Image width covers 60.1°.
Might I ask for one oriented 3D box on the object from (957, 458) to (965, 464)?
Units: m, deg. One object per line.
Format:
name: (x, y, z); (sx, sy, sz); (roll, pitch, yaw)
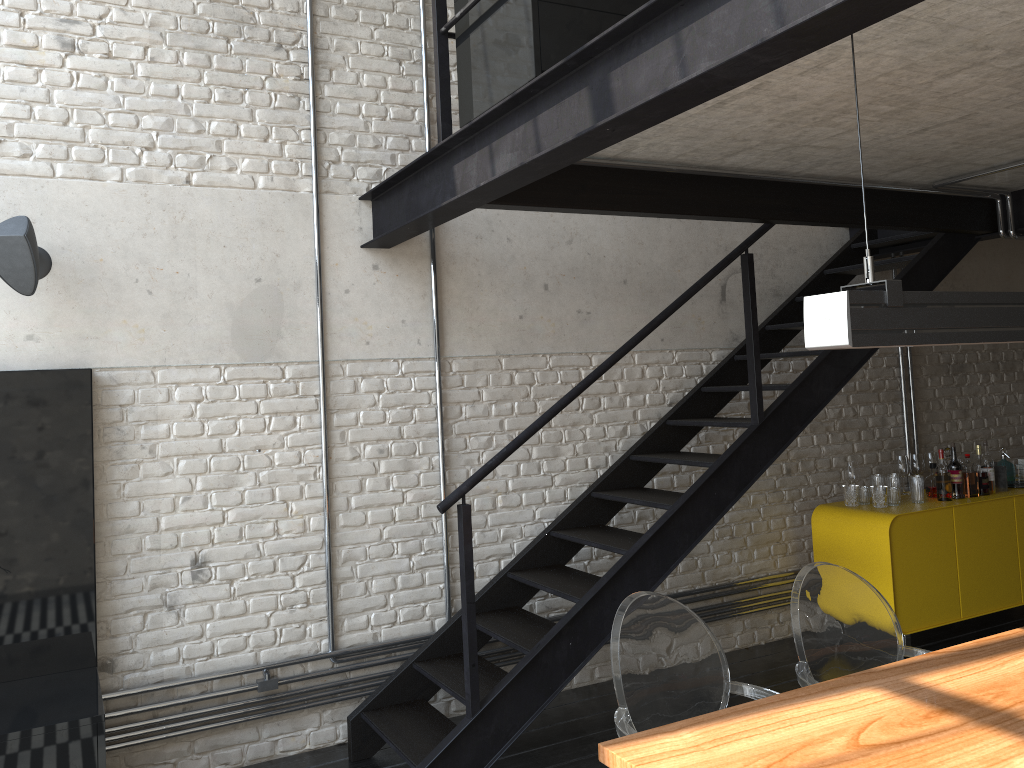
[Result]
object: (2.780, 0.565, 5.435); (0.101, 0.212, 0.100); (-2, -3, -12)

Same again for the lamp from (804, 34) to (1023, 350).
lamp: (1.131, -0.544, 2.163); (1.089, 0.893, 0.124); (-2, -3, -27)

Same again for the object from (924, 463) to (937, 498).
object: (2.543, 0.580, 5.330); (0.087, 0.207, 0.087); (-3, -3, -2)

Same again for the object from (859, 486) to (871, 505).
object: (2.068, 0.656, 5.206); (0.092, 0.100, 0.092); (-3, -2, 10)

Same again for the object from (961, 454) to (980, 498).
object: (2.730, 0.547, 5.285); (0.099, 0.259, 0.067); (-1, -4, -22)

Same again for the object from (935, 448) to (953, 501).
object: (2.532, 0.532, 5.199); (0.081, 0.310, 0.081); (0, -4, -36)

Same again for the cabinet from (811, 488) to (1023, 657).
cabinet: (2.882, 1.052, 5.473); (2.202, 0.772, 0.546); (-3, -2, -27)

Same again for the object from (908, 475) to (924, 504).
object: (2.360, 0.614, 5.157); (0.087, 0.156, 0.087); (-2, -3, -15)

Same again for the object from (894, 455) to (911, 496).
object: (2.427, 0.566, 5.497); (0.092, 0.245, 0.092); (-4, -3, 23)

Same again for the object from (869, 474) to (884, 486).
object: (2.188, 0.622, 5.299); (0.087, 0.156, 0.087); (-2, -3, -15)

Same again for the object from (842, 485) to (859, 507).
object: (1.975, 0.650, 5.152); (0.095, 0.120, 0.095); (-4, -2, 24)

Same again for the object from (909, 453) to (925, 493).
object: (2.540, 0.560, 5.548); (0.092, 0.245, 0.092); (-4, -3, 23)

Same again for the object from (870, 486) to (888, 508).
object: (2.102, 0.644, 5.060); (0.096, 0.120, 0.095); (-2, -2, -10)

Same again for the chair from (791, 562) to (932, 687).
chair: (1.122, 1.058, 2.635); (0.540, 0.943, 0.588); (-2, -3, -17)

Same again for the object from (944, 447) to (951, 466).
object: (2.661, 0.532, 5.383); (0.114, 0.293, 0.114); (-3, -3, 1)

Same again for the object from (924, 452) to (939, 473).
object: (2.662, 0.554, 5.601); (0.092, 0.245, 0.092); (-4, -3, 23)

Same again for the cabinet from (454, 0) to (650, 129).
cabinet: (1.335, -1.291, 3.863); (3.182, 0.553, 0.604); (-3, -1, -27)

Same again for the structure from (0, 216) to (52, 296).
structure: (-1.889, -0.491, 3.412); (0.178, 0.307, 0.357); (-2, -1, -9)

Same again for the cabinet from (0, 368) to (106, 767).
cabinet: (-2.910, 0.862, 2.567); (3.108, 1.729, 0.731); (-2, -3, -27)

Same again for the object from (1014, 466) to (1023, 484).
object: (3.295, 0.589, 5.649); (0.099, 0.107, 0.228); (-3, -1, 0)

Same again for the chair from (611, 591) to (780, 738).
chair: (0.539, 1.087, 2.365); (0.540, 0.943, 0.588); (-1, -3, -27)

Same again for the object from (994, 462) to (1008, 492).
object: (2.979, 0.574, 5.464); (0.135, 0.183, 0.052); (-3, -3, 9)

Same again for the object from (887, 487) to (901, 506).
object: (2.198, 0.650, 5.109); (0.092, 0.100, 0.092); (-3, -2, 10)

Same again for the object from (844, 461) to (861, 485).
object: (2.031, 0.585, 5.273); (0.092, 0.245, 0.092); (0, -4, -44)

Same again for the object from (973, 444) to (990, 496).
object: (2.829, 0.518, 5.346); (0.081, 0.308, 0.081); (-1, -4, -33)

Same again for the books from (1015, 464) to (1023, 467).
books: (3.566, 0.540, 5.837); (0.351, 0.031, 0.286); (-3, 0, -27)

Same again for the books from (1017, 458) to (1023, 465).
books: (3.556, 0.506, 5.830); (0.325, 0.038, 0.258); (-3, 0, -25)

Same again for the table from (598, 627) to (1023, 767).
table: (1.616, 1.140, 2.255); (2.675, 0.735, 0.924); (-3, -1, -27)

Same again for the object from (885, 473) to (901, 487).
object: (2.288, 0.617, 5.302); (0.087, 0.156, 0.087); (-2, -3, -15)

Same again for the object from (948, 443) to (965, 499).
object: (2.630, 0.515, 5.253); (0.080, 0.330, 0.079); (0, -4, -37)

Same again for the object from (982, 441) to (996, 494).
object: (2.899, 0.507, 5.398); (0.073, 0.322, 0.073); (0, -4, -37)

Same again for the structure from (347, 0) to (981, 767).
structure: (1.989, -0.188, 2.678); (3.790, 3.351, 4.769); (-2, -1, -27)

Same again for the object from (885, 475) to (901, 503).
object: (2.247, 0.620, 5.213); (0.087, 0.156, 0.087); (-2, -3, -15)

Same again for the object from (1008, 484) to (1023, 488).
object: (3.229, 0.643, 5.647); (0.299, 0.012, 0.300); (-3, 0, 43)

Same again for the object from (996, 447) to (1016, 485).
object: (3.185, 0.530, 5.725); (0.119, 0.240, 0.118); (-2, -3, -11)

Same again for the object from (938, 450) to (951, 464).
object: (2.772, 0.549, 5.659); (0.092, 0.245, 0.092); (-4, -3, 23)
